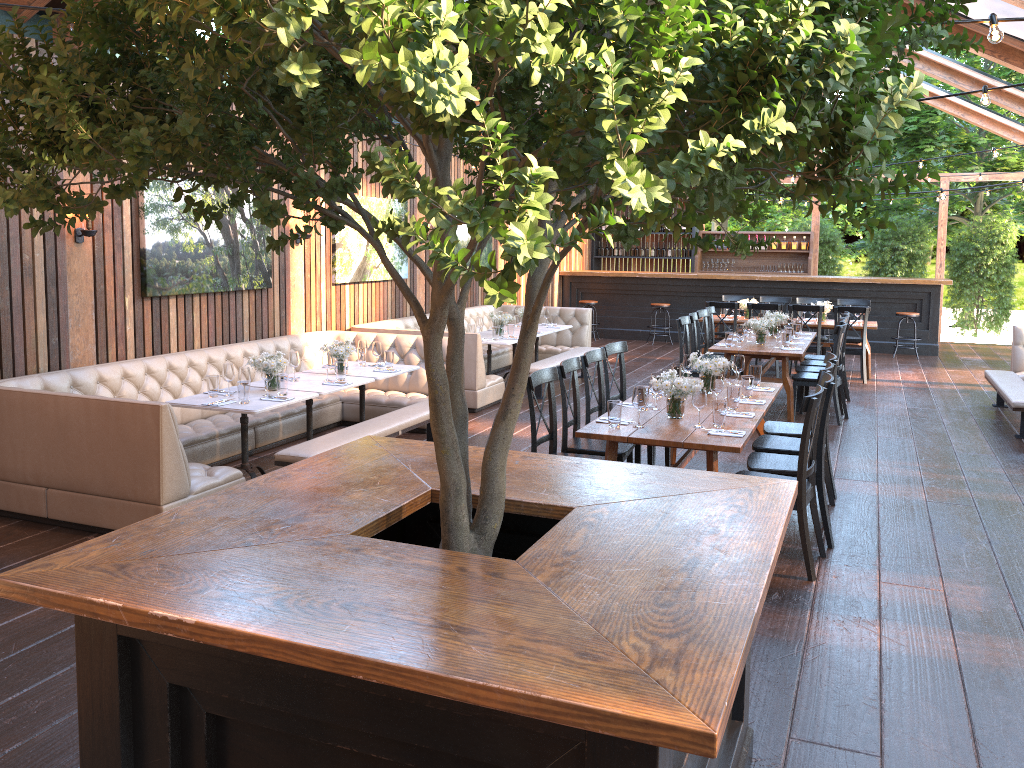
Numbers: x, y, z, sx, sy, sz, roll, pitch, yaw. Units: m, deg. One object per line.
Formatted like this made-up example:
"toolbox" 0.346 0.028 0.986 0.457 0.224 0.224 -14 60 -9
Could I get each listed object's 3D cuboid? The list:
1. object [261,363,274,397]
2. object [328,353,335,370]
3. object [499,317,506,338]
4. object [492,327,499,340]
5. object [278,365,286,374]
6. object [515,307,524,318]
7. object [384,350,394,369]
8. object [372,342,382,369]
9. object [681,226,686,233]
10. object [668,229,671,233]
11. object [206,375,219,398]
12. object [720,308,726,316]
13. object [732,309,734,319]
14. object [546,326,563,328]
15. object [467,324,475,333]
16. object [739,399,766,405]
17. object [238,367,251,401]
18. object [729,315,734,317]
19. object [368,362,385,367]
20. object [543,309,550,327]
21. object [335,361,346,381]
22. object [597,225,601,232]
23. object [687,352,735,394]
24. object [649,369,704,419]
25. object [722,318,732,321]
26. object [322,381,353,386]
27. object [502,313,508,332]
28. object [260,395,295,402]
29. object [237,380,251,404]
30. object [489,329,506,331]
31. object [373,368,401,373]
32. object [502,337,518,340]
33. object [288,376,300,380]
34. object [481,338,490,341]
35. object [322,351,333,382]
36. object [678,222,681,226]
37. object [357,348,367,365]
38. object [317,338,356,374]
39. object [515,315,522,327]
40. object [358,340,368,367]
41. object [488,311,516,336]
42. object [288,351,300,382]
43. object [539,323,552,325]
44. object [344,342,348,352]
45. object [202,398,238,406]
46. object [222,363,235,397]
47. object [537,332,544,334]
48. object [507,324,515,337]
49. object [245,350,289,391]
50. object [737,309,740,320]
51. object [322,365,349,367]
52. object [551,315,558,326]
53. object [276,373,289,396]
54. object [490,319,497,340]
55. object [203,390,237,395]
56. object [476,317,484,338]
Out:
"object" -1.822 -0.033 6.587 0.092 0.243 0.093 -2 6 -20
"object" -1.616 -0.208 7.947 0.092 0.157 0.092 2 6 8
"object" -0.118 -0.689 10.763 0.092 0.243 0.093 -2 6 -20
"object" -0.194 -0.595 10.443 0.092 0.157 0.092 2 6 8
"object" -1.899 -0.099 7.254 0.092 0.157 0.092 2 6 8
"object" 0.203 -0.897 11.870 0.329 0.307 0.339 0 7 -3
"object" -1.120 -0.221 8.064 0.092 0.157 0.092 2 6 8
"object" -1.225 -0.260 8.033 0.092 0.243 0.093 3 6 25
"object" 3.552 -3.269 18.195 0.136 0.314 0.137 4 7 29
"object" 3.270 -3.296 18.281 0.087 0.332 0.088 1 6 2
"object" -2.201 0.017 6.516 0.092 0.157 0.092 2 6 8
"object" 3.218 -1.113 13.520 0.092 0.157 0.092 -5 8 -41
"object" 3.264 -1.073 13.002 0.092 0.243 0.093 -2 7 -25
"object" 0.569 -0.782 12.082 0.255 0.019 0.158 4 10 22
"object" -0.497 -0.639 10.692 0.092 0.157 0.092 2 6 8
"object" 1.651 0.117 6.221 0.255 0.019 0.158 4 10 22
"object" -1.925 0.001 6.369 0.092 0.243 0.093 -2 6 -20
"object" 3.404 -1.039 13.507 0.157 0.019 0.257 4 10 22
"object" -1.238 -0.185 8.265 0.157 0.019 0.257 4 10 22
"object" 0.479 -0.916 12.209 0.092 0.243 0.093 -2 7 -25
"object" -1.417 -0.106 7.328 0.092 0.157 0.092 2 6 8
"object" 1.861 -3.408 18.912 0.081 0.322 0.171 1 6 7
"object" 1.466 -0.087 6.570 0.336 0.307 0.331 -4 9 -30
"object" 1.044 0.063 5.614 0.336 0.307 0.331 3 8 18
"object" 3.129 -0.947 12.918 0.157 0.019 0.257 4 10 22
"object" -1.433 -0.010 7.170 0.255 0.019 0.158 4 10 22
"object" -0.089 -0.800 11.453 0.092 0.243 0.093 -2 7 -25
"object" -1.732 0.101 6.459 0.255 0.019 0.158 4 10 22
"object" -1.898 0.060 6.267 0.092 0.157 0.092 2 6 8
"object" -0.181 -0.712 11.602 0.255 0.019 0.158 4 10 22
"object" -1.135 -0.126 7.906 0.255 0.019 0.158 4 10 22
"object" -0.028 -0.555 10.635 0.255 0.019 0.158 4 10 22
"object" -1.885 -0.056 7.426 0.255 0.019 0.158 4 10 22
"object" -0.361 -0.530 10.464 0.157 0.019 0.257 4 10 22
"object" -1.523 -0.145 7.297 0.092 0.243 0.093 -2 6 -20
"object" 3.430 -3.271 18.202 0.078 0.310 0.078 2 6 17
"object" -1.404 -0.258 8.273 0.092 0.157 0.092 -3 7 -31
"object" -1.494 -0.242 7.697 0.337 0.307 0.330 7 9 38
"object" 0.088 -0.863 12.123 0.092 0.157 0.092 2 6 8
"object" -1.376 -0.283 8.163 0.092 0.243 0.093 -2 6 -20
"object" -0.138 -0.758 10.984 0.330 0.307 0.337 8 10 44
"object" -1.793 -0.145 7.278 0.092 0.243 0.093 -2 6 -20
"object" 0.466 -0.841 12.441 0.157 0.019 0.257 4 10 22
"object" -1.510 -0.253 7.970 0.092 0.243 0.093 -2 6 -20
"object" -2.065 0.125 6.288 0.157 0.019 0.257 4 10 22
"object" -2.095 -0.029 6.539 0.092 0.243 0.093 -2 6 -20
"object" 0.271 -0.666 11.346 0.255 0.019 0.158 4 10 22
"object" -0.012 -0.650 10.794 0.092 0.157 0.092 2 6 8
"object" -1.855 -0.103 6.811 0.337 0.307 0.330 6 9 34
"object" 3.275 -1.011 12.888 0.092 0.157 0.092 -5 8 -41
"object" -1.602 -0.165 8.118 0.255 0.019 0.158 4 10 22
"object" 0.584 -0.877 12.240 0.092 0.157 0.092 2 6 8
"object" -1.716 0.006 6.618 0.092 0.157 0.092 2 6 8
"object" -0.221 -0.655 10.545 0.092 0.243 0.093 -2 6 -20
"object" -2.188 0.060 6.688 0.255 0.019 0.158 4 10 22
"object" -0.391 -0.684 10.715 0.092 0.243 0.093 -2 6 -20
